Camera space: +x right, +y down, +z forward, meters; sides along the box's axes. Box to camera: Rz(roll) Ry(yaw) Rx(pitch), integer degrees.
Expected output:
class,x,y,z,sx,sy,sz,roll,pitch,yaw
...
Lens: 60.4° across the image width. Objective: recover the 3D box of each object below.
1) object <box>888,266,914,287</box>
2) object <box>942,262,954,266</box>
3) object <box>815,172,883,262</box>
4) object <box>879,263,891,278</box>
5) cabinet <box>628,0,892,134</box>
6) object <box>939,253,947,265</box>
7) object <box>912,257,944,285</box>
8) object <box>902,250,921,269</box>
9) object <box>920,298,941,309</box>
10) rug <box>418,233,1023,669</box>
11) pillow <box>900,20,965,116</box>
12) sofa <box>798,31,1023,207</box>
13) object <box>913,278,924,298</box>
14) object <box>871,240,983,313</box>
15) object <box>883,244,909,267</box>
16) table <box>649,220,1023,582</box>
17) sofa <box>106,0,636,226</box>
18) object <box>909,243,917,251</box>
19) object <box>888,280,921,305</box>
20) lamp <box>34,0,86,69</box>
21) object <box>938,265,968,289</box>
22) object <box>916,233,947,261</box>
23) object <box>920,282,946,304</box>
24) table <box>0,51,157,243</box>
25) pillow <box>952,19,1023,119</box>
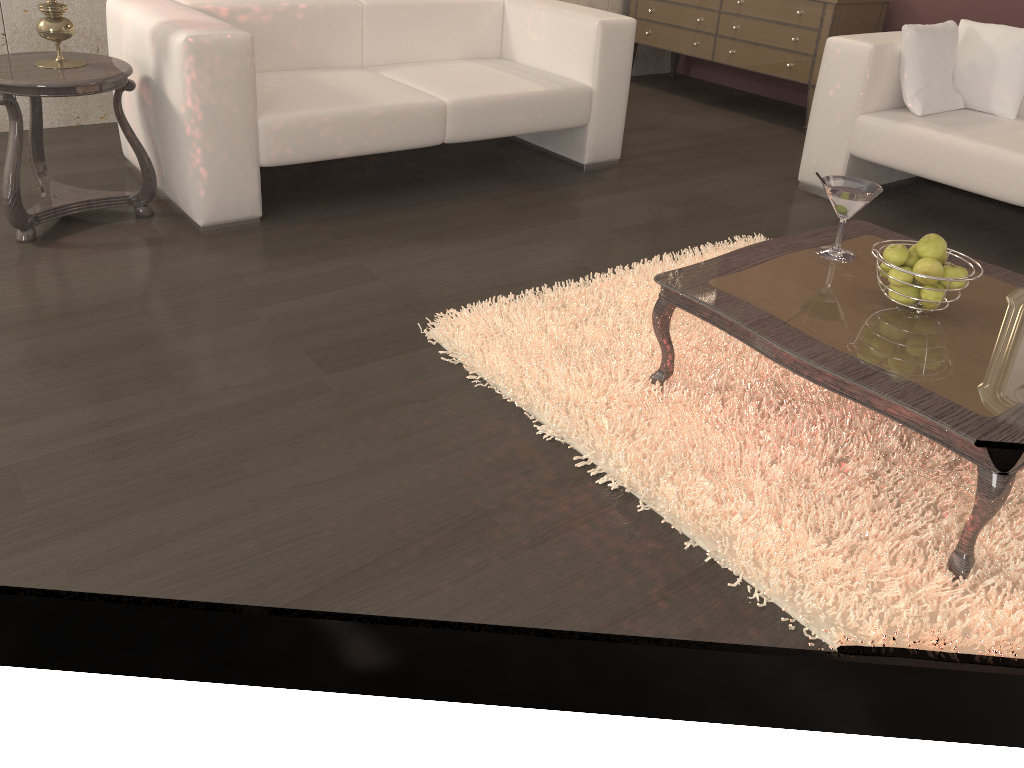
class,x,y,z,sx,sy,sz,roll,pitch,yaw
object,0.865,-0.239,1.960,0.054,0.049,0.055,-13,32,-30
object,0.983,-0.247,2.001,0.061,0.059,0.064,12,28,14
object,0.855,-0.434,2.265,0.154,0.207,0.155,-21,36,-40
object,0.862,-0.262,2.007,0.047,0.043,0.045,27,35,37
cabinet,1.395,-2.075,5.365,0.539,0.697,1.579,-15,34,-33
object,0.959,-0.287,1.995,0.050,0.047,0.047,-7,29,-21
object,0.912,-0.247,1.931,0.063,0.058,0.059,14,29,18
object,0.901,-0.280,1.988,0.046,0.042,0.047,15,29,20
object,0.945,-0.188,1.987,0.043,0.041,0.045,-14,32,-31
rug,0.893,0.076,2.156,1.531,0.064,2.064,-17,36,-33
pillow,1.768,-1.330,3.699,0.382,0.342,0.191,-17,33,-35
sofa,2.476,-0.709,3.120,0.956,0.622,2.876,-16,35,-33
object,0.937,-0.225,2.039,0.055,0.052,0.057,-9,30,-24
object,0.924,-0.229,1.997,0.234,0.114,0.245,7,29,6
object,0.859,-0.288,1.970,0.054,0.049,0.055,-16,33,-33
table,0.924,-0.047,2.094,0.919,0.289,0.943,-18,36,-34
sofa,-0.523,-1.272,3.735,2.056,0.622,0.974,-18,35,-34
object,0.947,-0.300,2.044,0.054,0.052,0.056,11,28,12
object,0.890,-0.211,1.997,0.067,0.061,0.072,7,28,6
lamp,-1.453,-1.250,2.768,0.159,0.462,0.167,2,26,-5
object,0.973,-0.235,1.946,0.062,0.052,0.064,-21,37,-39
object,0.929,-0.302,1.951,0.063,0.061,0.064,-16,34,-34
object,0.927,-0.200,1.941,0.052,0.046,0.053,-20,36,-38
table,-1.484,-0.803,2.949,0.524,0.498,0.536,-3,28,-14
pillow,2.042,-1.357,3.780,0.172,0.345,0.388,-16,33,-35
